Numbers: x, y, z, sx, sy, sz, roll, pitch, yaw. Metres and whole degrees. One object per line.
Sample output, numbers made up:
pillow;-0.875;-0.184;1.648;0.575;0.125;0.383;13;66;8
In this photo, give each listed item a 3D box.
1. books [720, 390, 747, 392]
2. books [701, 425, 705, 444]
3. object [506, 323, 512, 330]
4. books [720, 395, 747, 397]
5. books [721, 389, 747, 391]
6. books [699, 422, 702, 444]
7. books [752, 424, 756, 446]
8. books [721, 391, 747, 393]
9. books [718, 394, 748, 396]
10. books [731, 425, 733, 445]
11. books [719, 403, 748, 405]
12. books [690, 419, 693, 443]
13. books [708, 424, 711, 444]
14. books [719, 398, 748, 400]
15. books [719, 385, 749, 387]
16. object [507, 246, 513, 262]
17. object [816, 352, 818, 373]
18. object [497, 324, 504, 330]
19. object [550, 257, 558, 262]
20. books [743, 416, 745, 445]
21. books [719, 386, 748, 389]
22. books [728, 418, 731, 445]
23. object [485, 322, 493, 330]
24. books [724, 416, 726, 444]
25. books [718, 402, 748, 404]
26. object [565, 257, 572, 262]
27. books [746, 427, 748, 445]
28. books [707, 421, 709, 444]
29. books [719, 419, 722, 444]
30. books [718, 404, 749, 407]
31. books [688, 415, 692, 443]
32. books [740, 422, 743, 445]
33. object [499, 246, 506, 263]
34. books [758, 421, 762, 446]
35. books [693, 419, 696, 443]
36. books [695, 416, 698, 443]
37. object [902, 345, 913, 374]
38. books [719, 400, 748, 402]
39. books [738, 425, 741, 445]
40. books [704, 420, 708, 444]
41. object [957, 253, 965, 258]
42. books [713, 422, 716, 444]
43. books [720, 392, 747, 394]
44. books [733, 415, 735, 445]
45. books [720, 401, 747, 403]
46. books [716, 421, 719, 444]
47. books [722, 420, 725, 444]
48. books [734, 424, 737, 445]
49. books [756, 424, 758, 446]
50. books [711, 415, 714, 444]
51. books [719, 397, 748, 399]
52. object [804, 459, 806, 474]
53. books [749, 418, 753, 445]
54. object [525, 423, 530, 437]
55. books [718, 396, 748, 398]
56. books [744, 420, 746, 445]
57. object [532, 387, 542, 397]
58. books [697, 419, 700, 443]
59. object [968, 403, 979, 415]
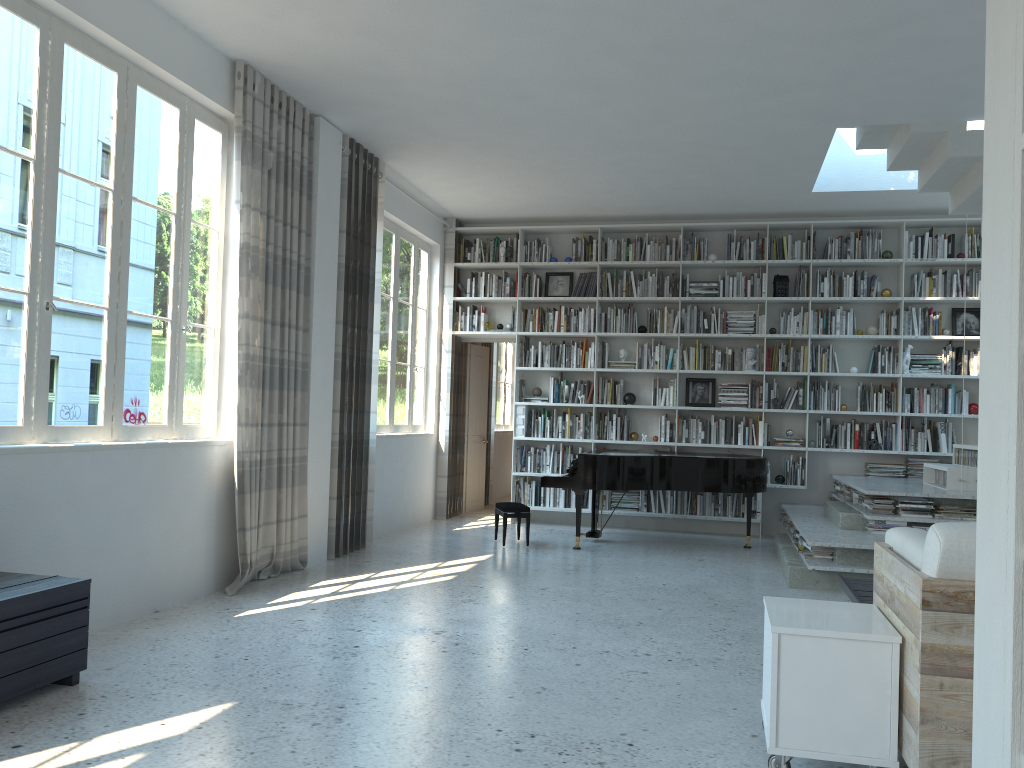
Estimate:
books;2.247;0.073;8.990;0.254;0.012;0.161;1;-2;9
books;1.945;0.514;9.030;0.029;0.183;0.174;2;-2;13
object;-0.028;-0.615;9.518;0.071;0.072;0.071;2;-2;-9
books;2.245;0.122;8.987;0.254;0.012;0.161;2;-2;8
books;2.247;0.061;8.993;0.254;0.012;0.161;1;-2;10
books;1.921;0.497;9.040;0.023;0.217;0.174;2;-2;13
books;2.434;0.511;8.919;0.042;0.212;0.169;2;-2;13
books;2.247;0.086;8.992;0.254;0.012;0.161;1;-2;10
books;2.245;0.110;8.986;0.285;0.012;0.159;1;-2;18
books;2.228;0.512;8.986;0.021;0.202;0.128;2;-2;13
books;2.244;0.205;8.994;0.285;0.012;0.159;1;-2;12
books;1.845;0.481;9.084;0.024;0.247;0.132;2;-2;13
books;2.013;0.509;9.019;0.023;0.196;0.165;2;-2;13
books;2.245;0.158;8.995;0.285;0.012;0.159;1;-2;14
books;2.248;0.025;8.989;0.285;0.012;0.159;2;-2;8
object;-0.023;-1.366;9.430;0.067;0.198;0.067;3;-2;-34
object;3.025;-0.205;8.818;0.013;0.208;0.140;2;-2;13
object;-0.126;-0.616;9.562;0.071;0.072;0.071;2;-2;-9
object;0.445;-1.306;9.431;0.082;0.083;0.082;2;-2;-9
books;2.340;0.469;8.958;0.014;0.293;0.137;2;-2;13
books;2.249;0.037;8.995;0.285;0.012;0.159;1;-2;15
books;2.202;0.480;8.978;0.028;0.264;0.161;2;-2;13
object;-0.250;-0.628;9.542;0.087;0.088;0.087;3;-2;-28
books;2.167;0.469;9.011;0.014;0.286;0.134;2;-2;13
books;2.242;0.193;8.985;0.285;0.012;0.159;1;-2;18
object;0.598;-1.302;9.395;0.082;0.083;0.082;2;-2;-9
books;2.366;0.524;8.933;0.023;0.183;0.169;2;-2;13
books;1.998;0.493;9.035;0.013;0.230;0.139;2;-2;13
books;2.122;0.484;9.024;0.025;0.254;0.136;2;-2;13
books;2.241;0.217;8.984;0.285;0.012;0.159;2;-2;8
books;1.823;0.459;9.096;0.027;0.290;0.140;2;-2;13
books;2.318;0.498;8.951;0.023;0.234;0.175;2;-2;13
object;-0.102;-1.368;9.449;0.067;0.198;0.067;3;-2;-34
books;2.492;0.496;8.901;0.033;0.246;0.176;2;-2;13
books;1.866;0.482;9.061;0.027;0.245;0.179;2;-2;13
books;1.885;0.464;9.054;0.013;0.282;0.166;2;-2;13
object;3.775;-0.232;8.471;0.075;0.288;0.087;3;-2;-42
books;2.246;0.170;8.997;0.285;0.012;0.159;1;-2;13
books;2.295;0.512;8.956;0.023;0.204;0.167;2;-2;13
books;1.976;0.488;9.031;0.029;0.238;0.166;2;-2;13
object;4.279;-1.213;8.455;0.071;0.072;0.071;3;-2;-28
books;2.067;0.500;9.029;0.025;0.220;0.140;2;-2;13
books;2.247;0.098;8.992;0.254;0.012;0.161;1;-2;16
books;2.243;0.465;8.973;0.012;0.296;0.178;2;-2;13
books;2.242;0.181;8.986;0.254;0.012;0.161;2;-2;8
books;2.092;0.492;9.016;0.031;0.237;0.159;2;-2;13
books;2.141;0.488;8.992;0.026;0.245;0.191;2;-2;13
books;2.259;0.510;8.965;0.024;0.207;0.183;2;-2;13
books;2.460;0.510;8.914;0.011;0.216;0.166;2;-2;13
books;2.041;0.463;9.027;0.026;0.291;0.152;2;-2;13
books;2.245;0.146;8.993;0.285;0.012;0.159;1;-2;15
object;2.886;0.868;8.732;0.011;0.260;0.142;2;-2;13
books;2.404;0.481;8.938;0.026;0.272;0.175;2;-2;13
object;0.166;0.488;9.330;0.045;0.146;0.045;3;-2;-38
books;2.244;0.134;8.986;0.285;0.012;0.159;1;-2;18
books;2.355;0.489;8.962;0.014;0.256;0.145;2;-2;13
object;0.268;0.089;9.441;0.105;0.106;0.105;2;-2;-9
books;1.905;0.484;9.068;0.021;0.244;0.141;2;-2;13
object;4.395;0.240;8.448;0.115;0.116;0.115;2;-2;-9
